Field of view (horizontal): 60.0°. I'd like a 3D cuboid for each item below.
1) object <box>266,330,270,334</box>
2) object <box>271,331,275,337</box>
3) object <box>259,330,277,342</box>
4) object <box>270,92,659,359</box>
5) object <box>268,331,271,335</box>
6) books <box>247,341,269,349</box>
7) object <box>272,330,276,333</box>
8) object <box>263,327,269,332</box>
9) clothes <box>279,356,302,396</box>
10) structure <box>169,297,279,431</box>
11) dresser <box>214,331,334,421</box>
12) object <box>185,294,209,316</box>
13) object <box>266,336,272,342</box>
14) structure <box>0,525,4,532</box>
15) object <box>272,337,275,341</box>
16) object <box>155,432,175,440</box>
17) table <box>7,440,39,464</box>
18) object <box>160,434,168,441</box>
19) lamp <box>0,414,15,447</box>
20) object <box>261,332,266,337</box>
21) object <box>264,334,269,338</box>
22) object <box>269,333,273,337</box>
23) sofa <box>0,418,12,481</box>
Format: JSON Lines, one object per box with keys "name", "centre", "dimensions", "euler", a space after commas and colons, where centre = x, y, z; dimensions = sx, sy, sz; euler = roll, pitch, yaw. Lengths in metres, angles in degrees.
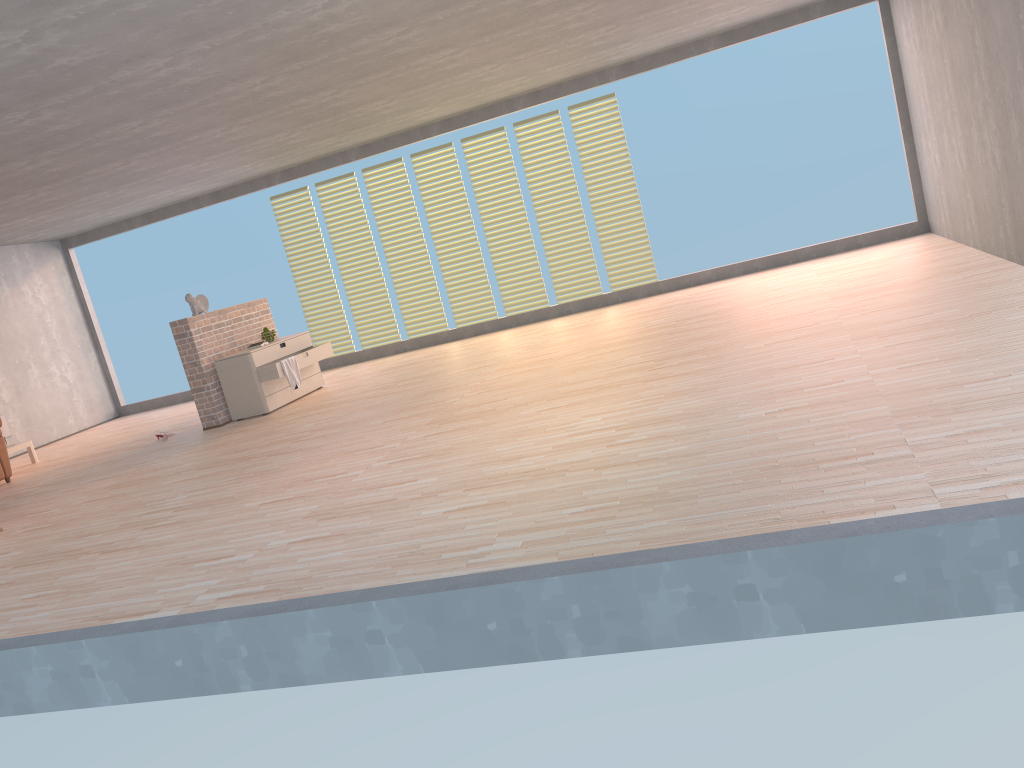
{"name": "object", "centre": [-2.452, -0.523, 8.912], "dimensions": [0.046, 0.045, 0.046], "euler": [-12, 10, 17]}
{"name": "object", "centre": [-2.416, -0.504, 8.967], "dimensions": [0.057, 0.057, 0.057], "euler": [-22, 12, -38]}
{"name": "object", "centre": [-2.460, -0.474, 8.977], "dimensions": [0.202, 0.104, 0.202], "euler": [-13, 9, 11]}
{"name": "object", "centre": [-0.667, -1.703, 10.362], "dimensions": [4.372, 2.114, 0.044], "euler": [-12, 10, 18]}
{"name": "object", "centre": [-2.452, -0.517, 8.952], "dimensions": [0.039, 0.038, 0.039], "euler": [-5, 13, 46]}
{"name": "books", "centre": [-2.480, -0.382, 8.658], "dimensions": [0.146, 0.040, 0.209], "euler": [-13, 9, 8]}
{"name": "object", "centre": [-2.420, -0.528, 9.007], "dimensions": [0.047, 0.047, 0.046], "euler": [-21, 11, -34]}
{"name": "object", "centre": [-2.487, -0.547, 8.961], "dimensions": [0.054, 0.056, 0.054], "euler": [-12, 10, 18]}
{"name": "clothes", "centre": [-2.091, -0.067, 8.426], "dimensions": [0.097, 0.369, 0.325], "euler": [-12, 10, 19]}
{"name": "structure", "centre": [-2.769, -0.244, 8.929], "dimensions": [0.211, 1.057, 1.422], "euler": [-12, 10, 18]}
{"name": "dresser", "centre": [-2.217, -0.176, 9.053], "dimensions": [0.605, 0.612, 1.686], "euler": [-12, 10, 18]}
{"name": "object", "centre": [-3.020, -0.768, 8.481], "dimensions": [0.131, 0.218, 0.216], "euler": [-12, 10, 17]}
{"name": "object", "centre": [-2.452, -0.455, 8.951], "dimensions": [0.060, 0.055, 0.059], "euler": [-19, 10, -27]}
{"name": "structure", "centre": [-3.808, 0.653, 5.200], "dimensions": [0.211, 1.057, 1.422], "euler": [-12, 10, 18]}
{"name": "object", "centre": [-2.431, -0.463, 9.002], "dimensions": [0.048, 0.048, 0.046], "euler": [-14, 9, 7]}
{"name": "object", "centre": [-3.361, 0.477, 8.606], "dimensions": [0.188, 0.085, 0.069], "euler": [-21, 11, -32]}
{"name": "table", "centre": [-5.356, 0.819, 9.199], "dimensions": [0.548, 0.241, 0.548], "euler": [-12, 10, 18]}
{"name": "object", "centre": [-3.294, 0.498, 8.437], "dimensions": [0.078, 0.066, 0.192], "euler": [-21, 11, -35]}
{"name": "lamp", "centre": [-5.359, 0.490, 9.271], "dimensions": [0.140, 0.376, 0.140], "euler": [-12, 10, 18]}
{"name": "object", "centre": [-2.505, -0.502, 8.944], "dimensions": [0.049, 0.053, 0.054], "euler": [-23, 12, -41]}
{"name": "object", "centre": [-2.468, -0.484, 8.917], "dimensions": [0.046, 0.044, 0.046], "euler": [-12, 9, 14]}
{"name": "object", "centre": [-2.427, -0.493, 8.929], "dimensions": [0.039, 0.040, 0.038], "euler": [-10, 10, 26]}
{"name": "sofa", "centre": [-5.490, 0.741, 7.457], "dimensions": [0.981, 0.923, 2.202], "euler": [-12, 10, 18]}
